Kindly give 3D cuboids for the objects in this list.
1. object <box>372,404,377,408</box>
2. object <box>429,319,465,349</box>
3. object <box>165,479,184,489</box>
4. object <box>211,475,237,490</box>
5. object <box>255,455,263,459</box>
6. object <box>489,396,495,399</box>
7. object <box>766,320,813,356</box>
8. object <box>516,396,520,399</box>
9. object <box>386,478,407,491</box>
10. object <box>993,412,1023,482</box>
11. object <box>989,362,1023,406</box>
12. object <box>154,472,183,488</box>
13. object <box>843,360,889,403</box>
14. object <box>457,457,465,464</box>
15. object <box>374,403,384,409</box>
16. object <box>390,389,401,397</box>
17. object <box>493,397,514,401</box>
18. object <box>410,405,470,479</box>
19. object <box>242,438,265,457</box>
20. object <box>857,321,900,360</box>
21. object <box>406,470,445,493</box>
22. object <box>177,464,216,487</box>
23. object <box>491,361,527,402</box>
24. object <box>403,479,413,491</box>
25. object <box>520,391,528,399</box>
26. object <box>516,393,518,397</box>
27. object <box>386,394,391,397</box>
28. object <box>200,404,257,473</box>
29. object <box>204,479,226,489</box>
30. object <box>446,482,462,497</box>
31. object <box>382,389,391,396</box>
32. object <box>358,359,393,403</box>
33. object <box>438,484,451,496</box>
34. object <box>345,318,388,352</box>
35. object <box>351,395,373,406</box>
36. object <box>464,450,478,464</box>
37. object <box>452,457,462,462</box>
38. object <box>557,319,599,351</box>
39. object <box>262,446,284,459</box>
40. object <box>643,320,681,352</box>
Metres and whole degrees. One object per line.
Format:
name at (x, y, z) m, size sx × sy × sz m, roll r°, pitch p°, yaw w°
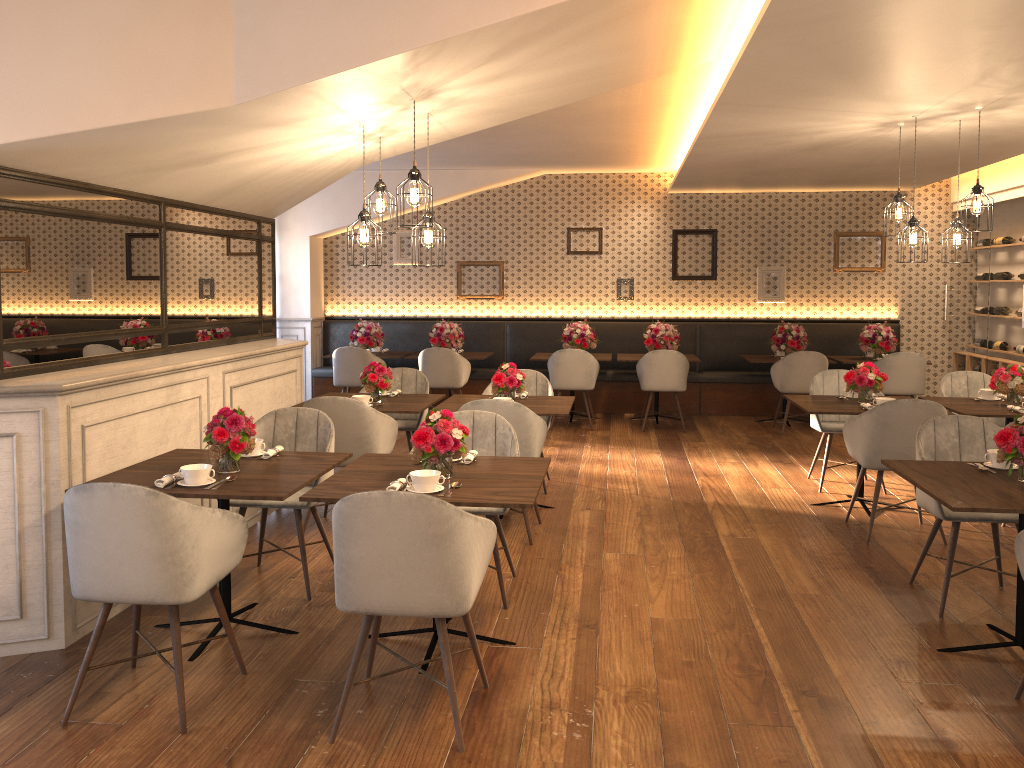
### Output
object at (-0.921, 0.148, 5.907) m, size 0.022 × 0.004 × 0.212 m, roll 1°, pitch 6°, yaw 7°
object at (-0.756, -0.543, 10.239) m, size 0.419 × 0.424 × 0.407 m, roll 0°, pitch 5°, yaw -5°
object at (-1.356, 0.393, 3.607) m, size 0.025 × 0.024 × 0.193 m, roll 1°, pitch 6°, yaw 7°
object at (-1.172, 0.399, 3.595) m, size 0.043 × 0.015 × 0.198 m, roll 1°, pitch 6°, yaw 11°
object at (-1.164, 0.330, 4.178) m, size 0.025 × 0.024 × 0.193 m, roll 1°, pitch 6°, yaw 7°
object at (-0.141, 0.091, 6.380) m, size 0.043 × 0.015 × 0.198 m, roll 0°, pitch 6°, yaw 3°
object at (3.065, -0.490, 9.782) m, size 0.420 × 0.424 × 0.406 m, roll -4°, pitch 6°, yaw -41°
object at (0.052, 0.088, 6.366) m, size 0.025 × 0.024 × 0.193 m, roll 1°, pitch 6°, yaw 7°
object at (-0.453, 0.400, 3.489) m, size 0.056 × 0.039 × 0.176 m, roll 1°, pitch 6°, yaw 7°
object at (2.149, 0.252, 3.651) m, size 0.305 × 0.300 × 0.235 m, roll -1°, pitch 4°, yaw -15°
object at (3.384, -0.004, 5.965) m, size 0.305 × 0.300 × 0.235 m, roll 3°, pitch 5°, yaw 28°
object at (-1.392, 0.387, 3.601) m, size 0.056 × 0.039 × 0.176 m, roll 1°, pitch 6°, yaw 7°
object at (2.445, -0.021, 6.109) m, size 0.305 × 0.300 × 0.235 m, roll -1°, pitch 4°, yaw -15°
object at (-0.225, 0.343, 4.065) m, size 0.025 × 0.024 × 0.193 m, roll 1°, pitch 6°, yaw 7°
object at (-0.894, 0.144, 5.897) m, size 0.043 × 0.015 × 0.198 m, roll 1°, pitch 6°, yaw 11°
object at (-0.851, 0.067, 6.484) m, size 0.056 × 0.039 × 0.176 m, roll 1°, pitch 6°, yaw 7°
object at (-0.063, 0.129, 5.776) m, size 0.148 × 0.072 × 0.149 m, roll -3°, pitch 6°, yaw -26°
object at (-0.294, 0.241, 3.728) m, size 0.234 × 0.300 × 0.306 m, roll 2°, pitch 5°, yaw 26°
object at (-1.242, 0.304, 4.195) m, size 0.148 × 0.072 × 0.149 m, roll -3°, pitch 6°, yaw -26°
object at (3.999, -0.478, 9.681) m, size 0.420 × 0.424 × 0.406 m, roll -4°, pitch 6°, yaw -39°
object at (-0.340, 0.385, 3.475) m, size 0.148 × 0.072 × 0.149 m, roll -3°, pitch 6°, yaw -26°
object at (-1.279, 0.371, 3.587) m, size 0.148 × 0.072 × 0.149 m, roll -3°, pitch 6°, yaw -26°
object at (-0.017, -0.013, 6.030) m, size 0.234 × 0.300 × 0.306 m, roll 2°, pitch 5°, yaw 26°
object at (-0.418, 0.406, 3.495) m, size 0.025 × 0.024 × 0.193 m, roll 1°, pitch 6°, yaw 7°
object at (0.087, 0.080, 6.371) m, size 0.056 × 0.039 × 0.176 m, roll 1°, pitch 6°, yaw 7°
object at (-0.026, 0.062, 6.384) m, size 0.148 × 0.072 × 0.149 m, roll -3°, pitch 6°, yaw -26°
object at (-0.887, 0.074, 6.479) m, size 0.025 × 0.024 × 0.193 m, roll 1°, pitch 6°, yaw 7°
object at (-1.228, 0.229, 3.828) m, size 0.234 × 0.300 × 0.306 m, roll -1°, pitch 5°, yaw -18°
object at (-1.198, 0.404, 3.606) m, size 0.022 × 0.004 × 0.212 m, roll 1°, pitch 6°, yaw 7°
object at (-0.233, 0.413, 3.483) m, size 0.043 × 0.015 × 0.198 m, roll 1°, pitch 6°, yaw 11°
object at (-0.965, 0.048, 6.496) m, size 0.148 × 0.072 × 0.149 m, roll -3°, pitch 6°, yaw -26°
object at (-0.950, -0.026, 6.130) m, size 0.234 × 0.300 × 0.306 m, roll -1°, pitch 5°, yaw -18°
object at (-0.260, 0.417, 3.493) m, size 0.022 × 0.004 × 0.212 m, roll 1°, pitch 6°, yaw 7°
object at (-1.697, -0.557, 10.357) m, size 0.420 × 0.424 × 0.406 m, roll -4°, pitch 6°, yaw -41°
object at (-1.001, 0.116, 5.889) m, size 0.148 × 0.072 × 0.149 m, roll -3°, pitch 6°, yaw -26°
object at (-0.190, 0.336, 4.070) m, size 0.056 × 0.039 × 0.176 m, roll 1°, pitch 6°, yaw 7°
object at (-0.303, 0.317, 4.082) m, size 0.148 × 0.072 × 0.149 m, roll -3°, pitch 6°, yaw -26°
object at (0.766, -0.531, 10.146) m, size 0.420 × 0.424 × 0.406 m, roll -4°, pitch 6°, yaw -39°
object at (-1.128, 0.322, 4.183) m, size 0.056 × 0.039 × 0.176 m, roll 1°, pitch 6°, yaw 7°
object at (1.679, -0.508, 9.936) m, size 0.420 × 0.424 × 0.407 m, roll 1°, pitch 5°, yaw 9°
